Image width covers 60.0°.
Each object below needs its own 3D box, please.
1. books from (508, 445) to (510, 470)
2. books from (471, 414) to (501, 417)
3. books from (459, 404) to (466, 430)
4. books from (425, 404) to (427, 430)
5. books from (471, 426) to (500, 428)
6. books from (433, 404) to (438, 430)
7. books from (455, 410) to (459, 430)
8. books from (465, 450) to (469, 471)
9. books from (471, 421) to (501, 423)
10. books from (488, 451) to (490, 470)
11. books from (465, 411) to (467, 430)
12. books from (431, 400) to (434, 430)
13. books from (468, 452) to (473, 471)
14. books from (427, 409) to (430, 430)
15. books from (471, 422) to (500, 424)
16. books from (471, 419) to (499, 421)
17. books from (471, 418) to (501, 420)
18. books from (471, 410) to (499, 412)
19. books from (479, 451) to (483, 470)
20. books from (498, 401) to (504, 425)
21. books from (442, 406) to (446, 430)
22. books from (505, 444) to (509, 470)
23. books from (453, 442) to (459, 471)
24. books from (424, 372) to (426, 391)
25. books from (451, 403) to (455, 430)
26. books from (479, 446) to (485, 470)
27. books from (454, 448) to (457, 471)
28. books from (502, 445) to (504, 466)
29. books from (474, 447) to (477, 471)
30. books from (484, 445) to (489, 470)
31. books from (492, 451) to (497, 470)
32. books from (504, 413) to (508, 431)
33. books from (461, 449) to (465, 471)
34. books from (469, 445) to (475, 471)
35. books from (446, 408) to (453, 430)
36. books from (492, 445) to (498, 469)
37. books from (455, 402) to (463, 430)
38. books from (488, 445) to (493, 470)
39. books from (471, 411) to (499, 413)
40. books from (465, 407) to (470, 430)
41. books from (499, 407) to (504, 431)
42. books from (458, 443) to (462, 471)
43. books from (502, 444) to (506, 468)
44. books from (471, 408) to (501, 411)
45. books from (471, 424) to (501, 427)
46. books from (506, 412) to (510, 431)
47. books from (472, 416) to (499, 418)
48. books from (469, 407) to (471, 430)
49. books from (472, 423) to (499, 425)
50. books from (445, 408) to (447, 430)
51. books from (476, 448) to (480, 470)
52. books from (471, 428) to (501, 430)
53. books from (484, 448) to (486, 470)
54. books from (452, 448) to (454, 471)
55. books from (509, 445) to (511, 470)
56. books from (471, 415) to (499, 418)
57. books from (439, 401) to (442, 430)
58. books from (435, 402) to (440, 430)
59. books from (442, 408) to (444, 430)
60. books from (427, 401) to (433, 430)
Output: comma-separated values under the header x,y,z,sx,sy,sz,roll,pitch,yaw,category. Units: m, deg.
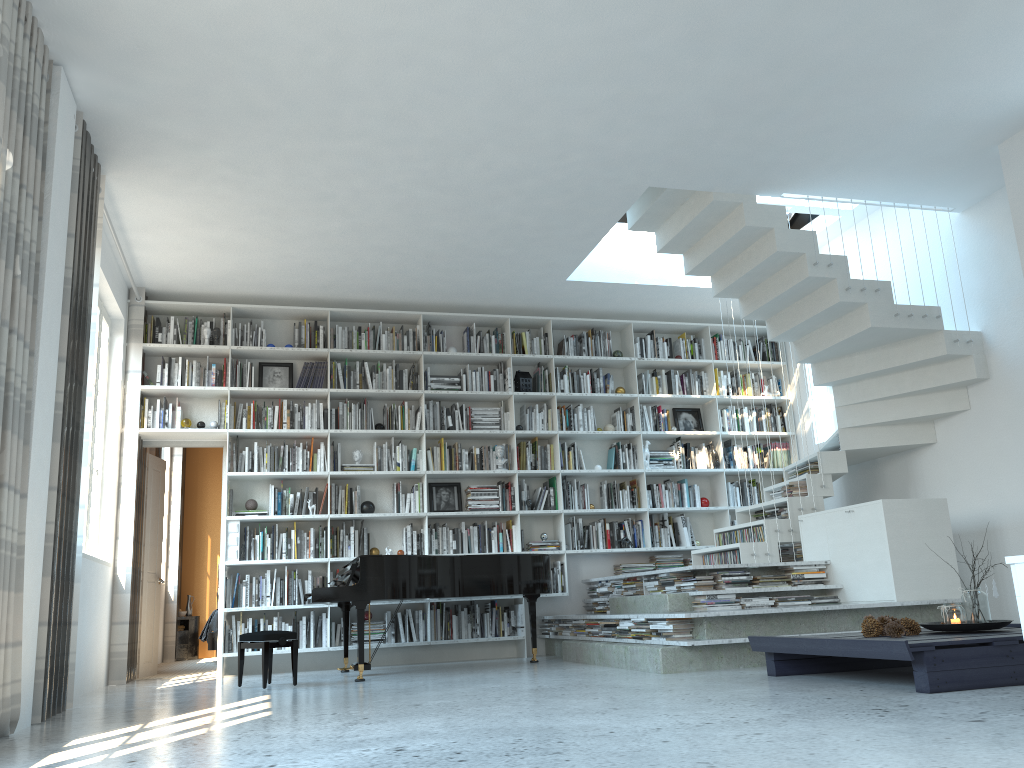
x,y,z,sx,sy,sz,roll,pitch,yaw,category
-0.049,0.713,8.297,0.014,0.260,0.137,1,-14,-15,books
-0.266,0.308,8.338,0.285,0.012,0.160,1,-15,-16,books
-0.463,0.339,8.254,0.021,0.268,0.192,1,-14,-15,books
-0.811,0.336,8.168,0.026,0.266,0.171,1,-14,-15,books
-0.260,0.413,8.312,0.254,0.012,0.161,1,-15,-16,books
-0.720,0.336,8.184,0.025,0.265,0.185,1,-14,-15,books
-0.526,0.367,8.242,0.024,0.216,0.148,1,-14,-15,books
-0.436,0.725,8.175,0.030,0.214,0.169,1,-14,-15,books
-0.263,0.367,8.324,0.285,0.012,0.160,1,-15,-14,books
-0.228,0.737,8.244,0.022,0.206,0.114,1,-14,-15,books
-0.444,0.369,8.268,0.024,0.215,0.132,1,-14,-15,books
-0.746,0.320,8.209,0.014,0.312,0.134,1,-14,-15,books
-0.400,0.737,8.195,0.050,0.198,0.146,1,-14,-15,books
-0.789,0.359,8.185,0.027,0.228,0.147,1,-14,-15,books
-0.261,0.377,8.319,0.254,0.012,0.161,2,-15,-17,books
-0.263,0.355,8.326,0.254,0.012,0.161,1,-15,-14,books
-0.263,0.342,8.325,0.285,0.012,0.160,0,-15,-13,books
-0.268,0.271,8.349,0.254,0.012,0.161,1,-15,-15,books
-0.305,0.732,8.199,0.029,0.200,0.179,1,-14,-15,books
-0.102,0.327,8.378,0.012,0.318,0.140,1,-14,-15,books
-0.641,0.348,8.213,0.014,0.249,0.173,1,-14,-15,books
-0.059,0.707,8.283,0.014,0.265,0.154,1,-14,-15,books
-0.519,0.690,8.160,0.013,0.283,0.177,1,-14,-15,books
-0.824,0.011,8.238,0.027,0.201,0.168,1,-14,-15,books
-0.551,0.334,8.250,0.022,0.284,0.131,1,-14,-15,books
-0.284,0.708,8.200,0.012,0.244,0.186,1,-14,-15,books
-0.538,0.715,8.156,0.025,0.235,0.137,1,-14,-15,books
-0.103,0.711,8.276,0.025,0.259,0.131,1,-14,-15,books
-0.355,0.717,8.198,0.010,0.233,0.175,1,-14,-15,books
-0.247,0.707,8.229,0.025,0.258,0.151,1,-14,-15,books
-0.176,0.738,8.250,0.035,0.201,0.149,1,-14,-15,books
-0.078,0.385,8.367,0.029,0.198,0.172,1,-14,-15,books
-0.462,0.724,8.167,0.024,0.216,0.175,1,-14,-15,books
-0.368,0.706,8.202,0.014,0.258,0.162,1,-14,-15,books
-0.589,0.354,8.220,0.066,0.236,0.154,1,-14,-15,books
-0.156,0.711,8.271,0.014,0.262,0.135,1,-14,-15,books
-0.501,0.332,8.260,0.049,0.290,0.162,1,-14,-15,books
-0.206,0.710,8.251,0.024,0.258,0.127,1,-14,-15,books
-0.267,0.282,8.342,0.254,0.012,0.161,1,-15,-13,books
-0.424,0.354,8.269,0.015,0.244,0.183,1,-14,-15,books
-0.108,0.354,8.352,0.012,0.253,0.161,1,-14,-15,books
-0.495,0.695,8.150,0.028,0.267,0.190,1,-14,-15,books
-0.082,0.705,8.295,0.025,0.278,0.108,1,-14,-15,books
-0.266,0.257,8.341,0.285,0.012,0.160,2,-15,-20,books
-0.260,0.400,8.311,0.285,0.012,0.160,2,-15,-18,books
-0.051,0.384,8.381,0.030,0.204,0.159,1,-14,-15,books
-0.263,0.330,8.328,0.254,0.012,0.161,2,-15,-18,books
-0.407,0.350,8.261,0.013,0.246,0.177,1,-14,-15,books
-0.261,0.389,8.316,0.254,0.012,0.161,1,-15,-13,books
-0.629,0.353,8.216,0.011,0.239,0.148,1,-14,-15,books
-0.334,0.720,8.192,0.029,0.223,0.186,1,-14,-15,books
-0.259,0.437,8.307,0.285,0.012,0.160,1,-15,-14,books
-0.276,0.725,8.237,0.025,0.229,0.143,1,-14,-15,books
-0.554,0.717,8.143,0.012,0.227,0.170,1,-14,-15,books
-0.033,0.714,8.309,0.023,0.264,0.107,1,-14,-15,books
-0.265,0.319,8.333,0.254,0.012,0.161,1,-15,-13,books
-0.678,0.323,8.209,0.011,0.299,0.180,1,-14,-15,books
-0.699,0.327,8.211,0.029,0.294,0.151,1,-14,-15,books
-0.655,0.357,8.211,0.014,0.232,0.147,1,-14,-15,books
-0.760,0.322,8.184,0.026,0.296,0.179,1,-14,-15,books
